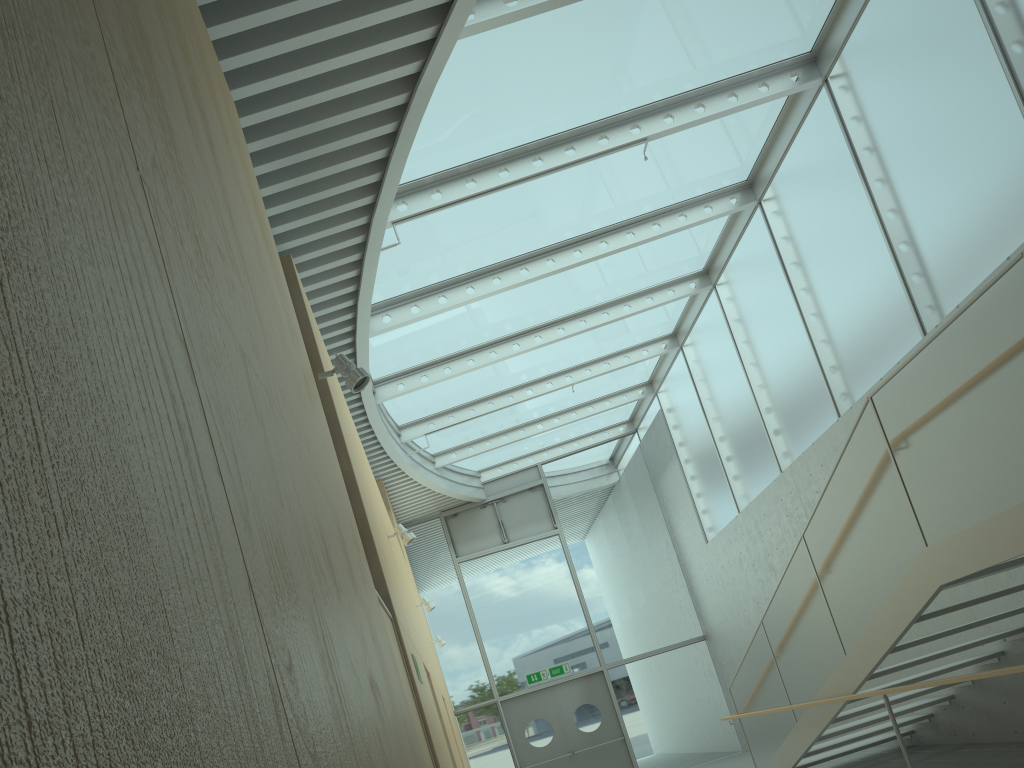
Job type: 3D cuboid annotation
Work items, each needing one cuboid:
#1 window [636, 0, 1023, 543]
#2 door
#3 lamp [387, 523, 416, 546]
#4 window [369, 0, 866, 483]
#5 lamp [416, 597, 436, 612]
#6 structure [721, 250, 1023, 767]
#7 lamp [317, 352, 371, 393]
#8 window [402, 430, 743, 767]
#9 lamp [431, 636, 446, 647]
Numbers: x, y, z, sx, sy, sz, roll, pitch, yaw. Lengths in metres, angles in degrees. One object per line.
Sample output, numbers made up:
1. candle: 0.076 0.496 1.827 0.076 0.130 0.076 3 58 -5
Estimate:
1. window: 2.922 -0.374 10.124 0.030 2.615 16.798 -17 -22 -9
2. door: 1.008 6.312 14.949 1.910 2.020 0.183 -16 -8 -5
3. lamp: -0.900 1.222 6.896 0.227 0.188 0.152 -10 -15 -25
4. window: 1.298 1.609 9.760 4.742 5.965 16.986 -16 -21 -9
5. lamp: -1.016 2.592 9.988 0.227 0.188 0.152 -10 -15 -25
6. structure: 3.266 0.002 3.886 1.868 4.008 13.535 -16 -21 -9
7. lamp: -0.791 -0.058 4.004 0.227 0.188 0.152 -10 -15 -25
8. window: 0.968 4.324 15.258 4.826 6.026 0.115 -16 -8 -5
9. lamp: -1.134 3.971 13.102 0.227 0.188 0.152 -10 -15 -25
